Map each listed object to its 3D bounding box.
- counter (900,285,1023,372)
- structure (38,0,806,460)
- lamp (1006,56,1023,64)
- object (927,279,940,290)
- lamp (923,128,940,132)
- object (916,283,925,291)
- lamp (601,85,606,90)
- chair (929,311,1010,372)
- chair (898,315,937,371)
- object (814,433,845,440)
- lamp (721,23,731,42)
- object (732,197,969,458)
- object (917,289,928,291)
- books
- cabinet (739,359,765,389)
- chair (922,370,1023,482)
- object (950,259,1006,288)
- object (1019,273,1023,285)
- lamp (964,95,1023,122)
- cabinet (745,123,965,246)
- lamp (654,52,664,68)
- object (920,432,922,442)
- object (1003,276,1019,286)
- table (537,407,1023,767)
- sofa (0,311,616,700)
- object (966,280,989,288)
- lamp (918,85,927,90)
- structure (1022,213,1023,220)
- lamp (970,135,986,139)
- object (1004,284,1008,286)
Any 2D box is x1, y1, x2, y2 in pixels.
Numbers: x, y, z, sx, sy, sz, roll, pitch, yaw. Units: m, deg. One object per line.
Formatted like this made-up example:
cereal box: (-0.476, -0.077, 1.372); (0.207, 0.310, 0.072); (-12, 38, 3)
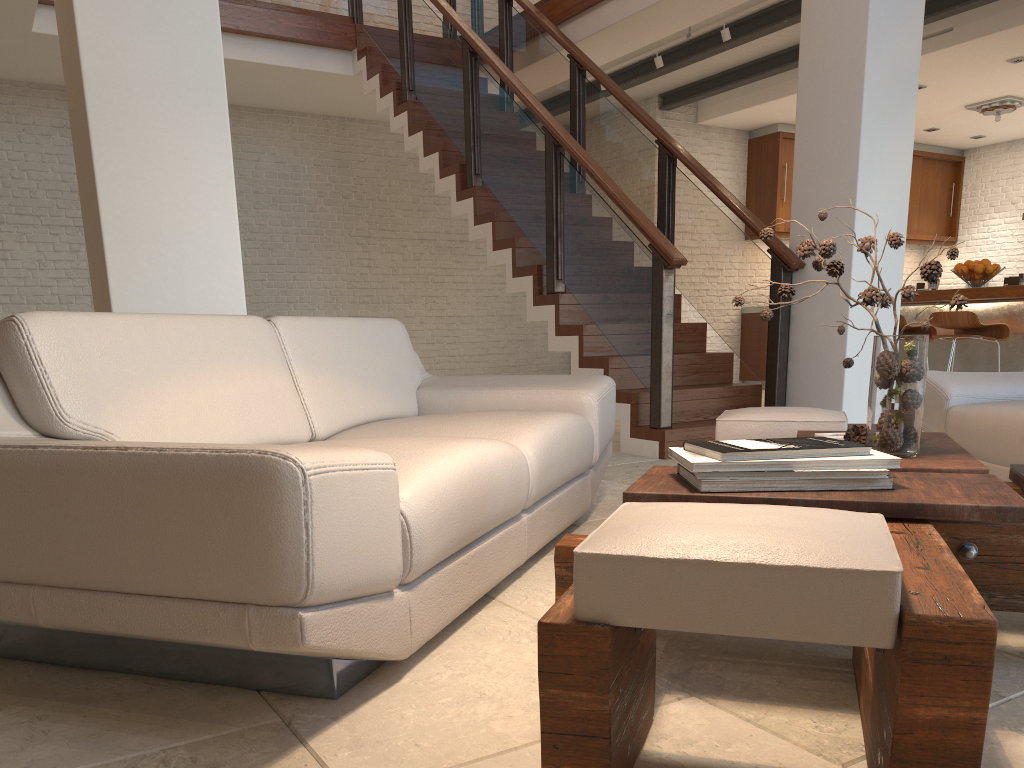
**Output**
counter: (4.016, -0.255, 6.884); (2.474, 0.949, 1.654); (-4, 6, -31)
structure: (1.931, -1.780, 5.428); (13.730, 4.269, 9.968); (-4, 5, -31)
lamp: (4.213, -2.715, 7.254); (0.122, 0.057, 0.121); (-4, 6, -31)
object: (3.195, -0.748, 6.611); (0.090, 0.087, 0.089); (-7, 10, -34)
lamp: (4.711, -2.873, 9.785); (0.122, 0.057, 0.121); (-4, 6, -31)
object: (3.214, -0.744, 6.757); (0.093, 0.084, 0.112); (-6, 8, -31)
lamp: (0.804, -2.628, 7.621); (0.059, 0.133, 0.084); (5, 12, 28)
chair: (3.130, -0.111, 6.083); (0.418, 0.799, 0.395); (-8, 13, -31)
chair: (2.850, -0.131, 6.531); (0.418, 0.799, 0.395); (-8, 13, -31)
object: (0.974, 0.132, 2.386); (0.270, 0.036, 0.243); (1, 4, 31)
lamp: (1.571, -2.574, 6.402); (0.085, 0.133, 0.059); (-7, 13, -28)
object: (0.786, -0.138, 2.078); (0.539, 0.626, 0.308); (4, 12, 29)
object: (3.188, -0.716, 6.701); (0.203, 0.036, 0.282); (-3, 4, -31)
books: (0.533, 0.158, 1.740); (0.401, 0.077, 0.243); (-1, 4, 1)
cabinet: (5.167, -1.423, 9.786); (4.767, 2.923, 2.204); (1, 10, 23)
chair: (2.022, -0.011, 2.804); (0.969, 1.048, 0.998); (-4, 9, -14)
object: (3.421, -0.800, 6.408); (0.365, 0.229, 0.354); (1, 7, 24)
object: (3.562, -0.724, 6.048); (0.091, 0.087, 0.089); (-4, 9, -16)
lamp: (4.865, -2.714, 8.719); (0.446, 0.175, 0.442); (-4, 5, -31)
cabinet: (4.181, -2.291, 10.448); (3.312, 1.204, 0.450); (-4, 12, -30)
lamp: (1.183, -2.602, 7.021); (0.085, 0.133, 0.059); (-7, 13, -28)
object: (1.011, 0.113, 2.272); (0.093, 0.084, 0.112); (3, 8, 31)
object: (3.561, -0.719, 6.192); (0.094, 0.084, 0.111); (1, 7, 14)
table: (1.126, 0.348, 1.952); (1.966, 0.442, 2.150); (0, 4, 20)
sofa: (-0.482, 0.180, 2.580); (1.142, 0.778, 2.270); (1, 5, 19)
object: (5.867, -1.196, 11.008); (0.066, 0.387, 0.315); (-9, 12, -31)
lamp: (3.729, -2.749, 8.028); (0.122, 0.057, 0.121); (-4, 6, -31)
structure: (6.330, -2.383, 9.656); (0.453, 1.023, 0.965); (-8, 11, -31)
lamp: (5.471, -2.916, 10.232); (0.122, 0.057, 0.121); (-4, 6, -31)
object: (3.593, -0.688, 6.070); (0.196, 0.036, 0.388); (-3, 4, -28)
